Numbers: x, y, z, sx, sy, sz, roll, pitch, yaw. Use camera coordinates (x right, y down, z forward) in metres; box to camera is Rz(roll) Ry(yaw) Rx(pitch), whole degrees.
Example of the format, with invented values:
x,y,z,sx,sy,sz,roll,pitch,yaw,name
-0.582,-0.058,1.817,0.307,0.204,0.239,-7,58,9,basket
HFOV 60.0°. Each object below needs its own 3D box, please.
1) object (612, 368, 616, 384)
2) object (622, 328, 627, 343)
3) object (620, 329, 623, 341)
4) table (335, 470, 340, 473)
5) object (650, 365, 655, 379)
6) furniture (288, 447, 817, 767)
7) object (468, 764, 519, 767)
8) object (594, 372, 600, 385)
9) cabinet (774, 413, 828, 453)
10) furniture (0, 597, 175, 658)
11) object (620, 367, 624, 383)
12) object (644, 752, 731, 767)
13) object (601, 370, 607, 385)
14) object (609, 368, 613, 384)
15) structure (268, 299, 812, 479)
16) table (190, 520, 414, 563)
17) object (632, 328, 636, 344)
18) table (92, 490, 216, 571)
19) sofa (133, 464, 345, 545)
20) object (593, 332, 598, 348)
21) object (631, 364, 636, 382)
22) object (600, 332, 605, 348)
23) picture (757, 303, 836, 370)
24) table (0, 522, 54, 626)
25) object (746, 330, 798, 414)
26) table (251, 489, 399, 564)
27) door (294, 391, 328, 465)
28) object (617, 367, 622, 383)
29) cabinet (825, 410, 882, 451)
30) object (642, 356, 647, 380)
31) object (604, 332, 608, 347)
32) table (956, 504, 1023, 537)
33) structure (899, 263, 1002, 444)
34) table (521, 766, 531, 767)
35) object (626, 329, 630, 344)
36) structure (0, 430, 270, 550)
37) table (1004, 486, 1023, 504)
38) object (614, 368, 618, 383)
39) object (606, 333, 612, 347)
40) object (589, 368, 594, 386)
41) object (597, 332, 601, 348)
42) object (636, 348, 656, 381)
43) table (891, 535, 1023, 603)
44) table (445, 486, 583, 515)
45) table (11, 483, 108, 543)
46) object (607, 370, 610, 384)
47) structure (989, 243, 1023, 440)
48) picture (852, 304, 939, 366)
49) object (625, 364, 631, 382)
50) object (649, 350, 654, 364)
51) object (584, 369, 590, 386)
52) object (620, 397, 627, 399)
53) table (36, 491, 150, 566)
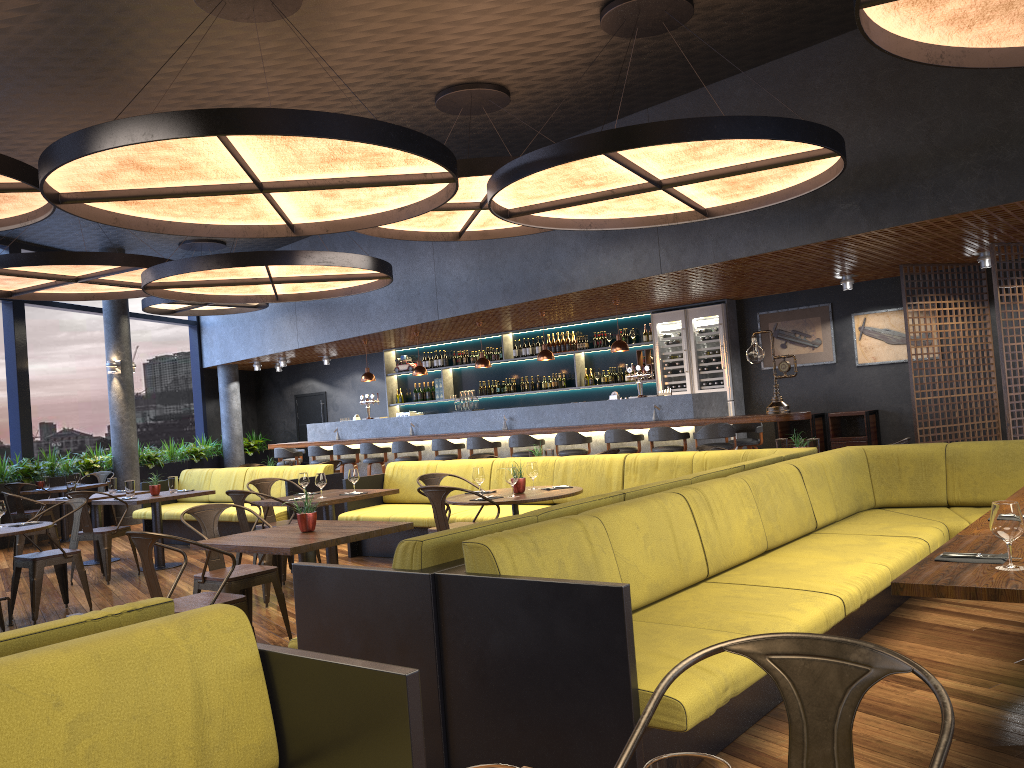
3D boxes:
x,y,z,sx,sy,sz,roll,pitch,yaw,name
1.586,-0.130,13.892,0.063,0.254,0.063,-4,-2,-24,object
1.732,-0.730,13.653,0.063,0.254,0.063,-4,-2,-24,object
1.695,-0.724,13.759,0.063,0.254,0.063,-4,-2,-10,object
-2.862,1.556,11.586,0.887,0.763,0.906,-6,-2,38,table
2.145,-0.176,13.436,0.097,0.206,0.097,-4,-2,-12,object
0.497,1.045,5.646,7.462,0.914,4.895,-6,-2,33,furniture
-0.023,0.552,1.031,0.102,0.178,0.102,-4,-2,-16,object
1.349,-0.084,14.030,0.097,0.206,0.097,-5,-2,7,object
3.918,0.919,11.981,0.553,1.007,0.473,-6,-2,38,cabinet
-3.620,1.274,2.570,4.503,0.914,3.372,-6,-2,38,furniture
1.714,-0.141,13.864,0.063,0.254,0.063,-3,-2,-44,object
0.209,0.534,1.021,0.102,0.178,0.102,-5,-2,24,object
1.444,-0.104,13.923,0.088,0.224,0.088,-5,-2,8,object
1.542,-0.129,13.825,0.063,0.254,0.063,-6,-2,41,object
0.262,0.396,13.424,9.298,2.700,2.700,-6,-2,38,structure
-1.175,1.235,5.107,0.906,0.763,0.887,-6,-2,38,table
1.887,-0.739,13.741,0.063,0.254,0.063,-3,-2,-44,object
-3.767,1.562,9.393,0.906,0.763,0.887,-6,-2,38,table
-3.424,1.502,10.841,3.061,0.914,0.966,-6,-2,38,sofa
1.316,-0.688,13.997,0.063,0.254,0.063,-6,-2,35,object
1.863,-0.173,13.693,0.079,0.281,0.079,-5,-2,32,object
1.416,-0.697,13.927,0.063,0.254,0.063,-5,-2,10,object
3.907,-0.644,12.221,1.039,0.809,0.028,-6,-2,38,picture
-4.047,1.507,6.784,1.007,0.760,1.007,-5,-2,26,table
2.913,-0.138,9.923,0.566,0.944,0.263,-5,-2,31,object
-1.581,1.341,7.651,0.887,0.763,0.906,-6,-2,38,table
-4.162,1.216,18.651,1.012,2.056,0.137,-6,-2,38,door
1.670,-0.140,13.793,0.063,0.254,0.063,-4,-2,1,object
4.462,0.864,11.552,0.553,1.007,0.473,-6,-2,38,cabinet
2.025,-0.242,13.527,0.091,0.369,0.092,-5,-2,7,object
1.473,-0.700,14.002,0.063,0.254,0.063,-5,-2,25,object
2.356,0.912,3.472,0.887,0.763,0.906,-6,-2,38,table
5.224,-0.076,10.487,1.319,2.700,0.050,-4,-2,-22,structure
0.131,1.009,0.883,0.906,0.763,0.887,-6,-2,38,table
1.783,-0.731,13.742,0.063,0.254,0.063,-4,-2,1,object
-7.225,1.584,12.095,0.808,1.413,17.112,-5,-2,13,structure
2.916,0.890,4.185,0.887,0.763,0.906,-6,-2,38,table
1.631,-0.132,13.962,0.063,0.254,0.063,-4,-2,1,object
1.518,-0.684,13.855,0.097,0.206,0.097,-5,-2,7,object
1.266,-0.112,14.163,0.079,0.281,0.079,-5,-2,17,object
1.382,-0.691,14.072,0.063,0.254,0.063,-4,-2,0,object
2.077,-0.293,13.483,0.300,0.475,0.161,-6,-2,38,object
1.802,0.934,2.758,0.887,0.763,0.906,-6,-2,38,table
0.045,1.180,6.483,1.007,0.760,1.007,-4,-2,-14,table
-6.443,1.867,12.703,0.887,0.763,0.906,-5,-2,12,table
1.524,-0.108,13.999,0.088,0.224,0.088,-6,-2,33,object
5.668,-0.144,9.371,1.319,2.700,0.050,-4,-2,-22,structure
4.932,-0.623,11.417,1.039,0.697,0.028,-6,-2,38,picture
1.789,-0.165,13.751,0.079,0.281,0.079,-5,-2,12,object
2.127,-0.409,13.442,0.097,0.206,0.097,-4,-2,-12,object
1.193,-0.104,14.221,0.079,0.281,0.079,-6,-2,42,object
1.831,0.443,13.752,0.310,0.492,0.204,-6,-2,38,object
-4.783,1.664,10.192,0.887,0.763,0.906,-6,-2,38,table
